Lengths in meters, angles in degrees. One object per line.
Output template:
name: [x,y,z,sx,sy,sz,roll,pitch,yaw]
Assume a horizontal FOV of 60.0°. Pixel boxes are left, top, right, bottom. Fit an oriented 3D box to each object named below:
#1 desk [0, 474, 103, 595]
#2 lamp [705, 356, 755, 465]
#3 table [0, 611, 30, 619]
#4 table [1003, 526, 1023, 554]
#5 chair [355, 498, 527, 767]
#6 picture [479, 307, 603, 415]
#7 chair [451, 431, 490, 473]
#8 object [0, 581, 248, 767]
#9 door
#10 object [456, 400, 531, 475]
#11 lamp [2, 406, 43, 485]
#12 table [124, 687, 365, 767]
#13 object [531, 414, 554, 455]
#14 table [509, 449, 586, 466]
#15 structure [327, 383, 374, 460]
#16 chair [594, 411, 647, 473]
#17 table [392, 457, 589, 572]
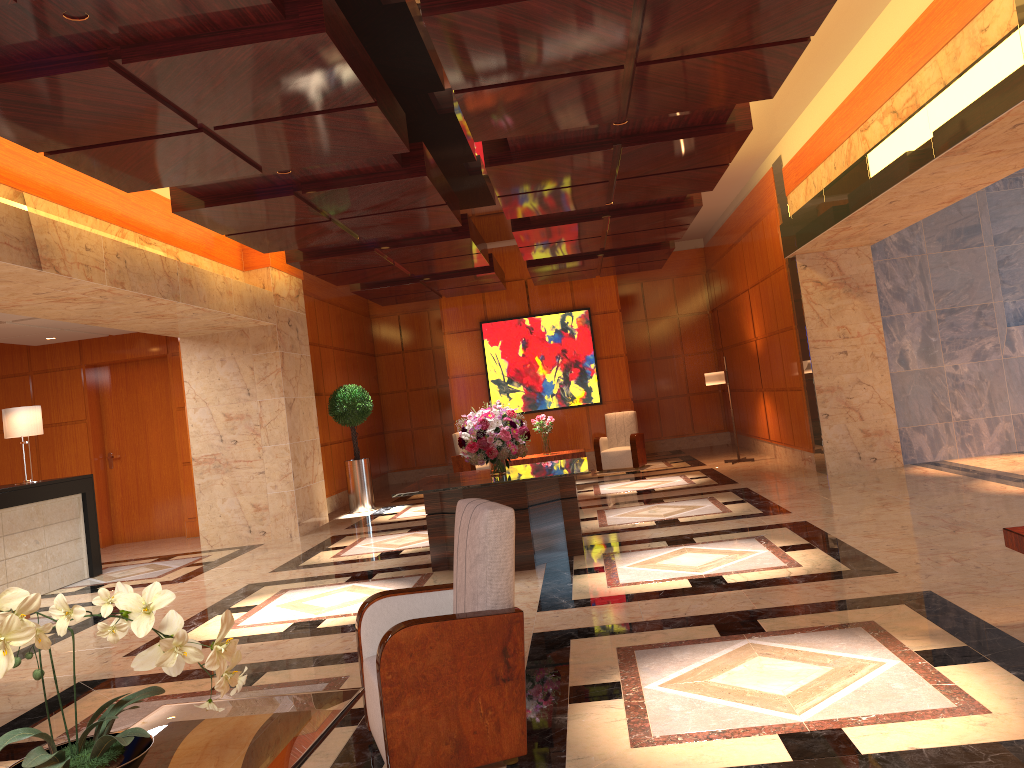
desk: [-5.306,1.639,8.700,0.941,1.143,2.922,-7,-1,4]
lamp: [3.347,0.405,13.801,0.527,1.665,0.359,-7,-3,-6]
table: [-3.074,1.548,4.338,0.725,0.608,1.268,-7,-2,4]
table: [2.507,0.860,3.326,0.724,0.535,1.166,-7,-2,7]
chair: [-0.305,0.998,3.653,0.629,0.963,0.735,-6,-3,-17]
picture: [0.512,-0.377,15.835,1.995,1.740,0.056,-7,-3,4]
chair: [-0.587,1.272,15.192,0.739,0.963,0.626,-5,-3,-37]
object: [-1.041,0.743,2.111,0.789,0.619,0.416,-6,-3,-19]
door: [-5.477,0.974,13.072,1.285,2.703,0.340,-7,-3,4]
object: [-0.161,0.474,7.896,0.650,0.660,0.678,-7,-2,-5]
lamp: [-5.290,0.666,9.625,0.371,0.822,0.372,-9,-3,29]
table: [-0.907,1.290,2.192,0.722,0.497,1.558,-7,-1,7]
object: [0.480,0.746,13.133,0.350,0.597,0.327,-8,-3,24]
table: [0.533,1.310,13.070,1.167,0.535,0.724,-7,-2,4]
structure: [-2.440,0.837,13.690,0.722,1.716,0.719,-6,-3,-18]
chair: [1.822,0.967,15.027,0.736,0.963,0.628,-8,-3,23]
table: [-0.074,1.172,7.872,1.599,0.746,1.598,-7,-2,4]
